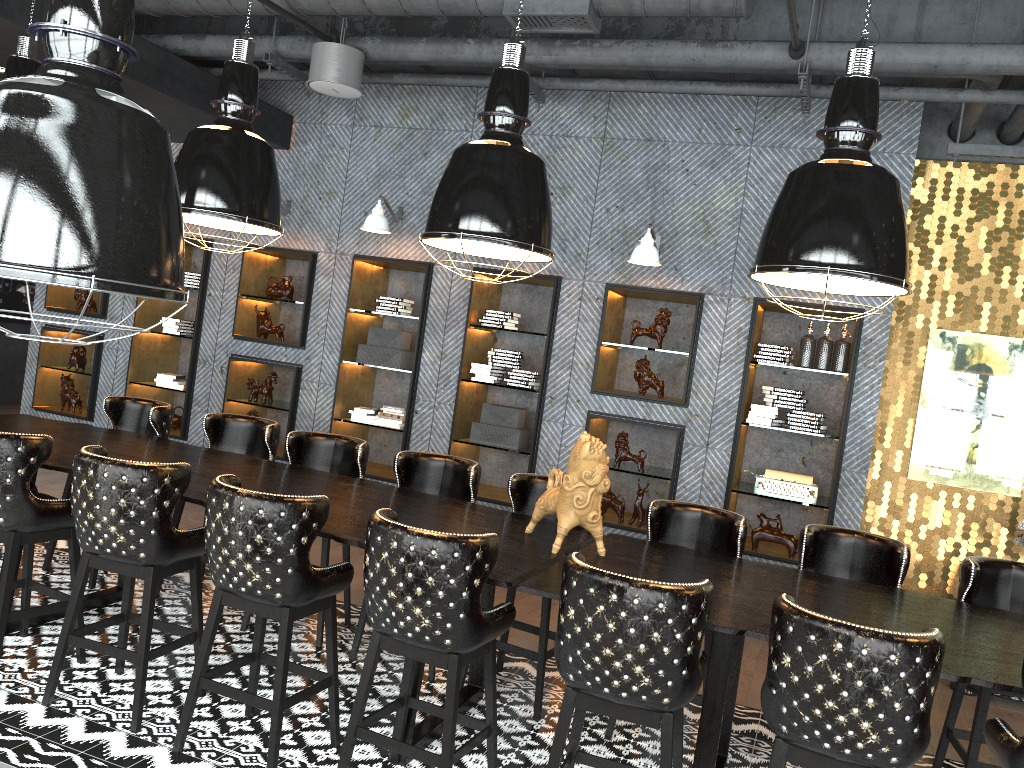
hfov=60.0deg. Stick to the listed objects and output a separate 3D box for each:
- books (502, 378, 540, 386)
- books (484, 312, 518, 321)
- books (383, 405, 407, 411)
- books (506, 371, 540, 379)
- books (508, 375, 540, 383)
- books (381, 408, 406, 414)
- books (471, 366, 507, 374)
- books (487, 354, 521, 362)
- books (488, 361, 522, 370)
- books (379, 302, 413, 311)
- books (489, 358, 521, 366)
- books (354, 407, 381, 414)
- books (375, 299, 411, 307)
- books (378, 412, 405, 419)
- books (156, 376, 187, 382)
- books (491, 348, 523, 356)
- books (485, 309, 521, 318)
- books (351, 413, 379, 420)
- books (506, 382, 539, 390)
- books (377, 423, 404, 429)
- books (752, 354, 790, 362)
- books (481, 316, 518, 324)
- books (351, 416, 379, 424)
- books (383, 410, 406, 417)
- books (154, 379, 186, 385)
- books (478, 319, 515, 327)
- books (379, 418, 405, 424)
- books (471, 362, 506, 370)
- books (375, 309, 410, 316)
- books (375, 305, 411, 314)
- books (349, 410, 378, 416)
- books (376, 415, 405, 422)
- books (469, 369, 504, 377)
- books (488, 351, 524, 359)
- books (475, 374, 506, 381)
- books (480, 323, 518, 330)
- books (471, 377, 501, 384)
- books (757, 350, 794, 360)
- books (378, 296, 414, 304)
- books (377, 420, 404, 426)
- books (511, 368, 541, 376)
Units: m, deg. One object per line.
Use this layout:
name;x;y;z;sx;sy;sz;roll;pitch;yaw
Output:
books;0.076;-0.017;7.125;0.246;0.028;0.193;9;2;31
books;-0.086;-0.549;7.237;0.245;0.028;0.193;8;2;12
books;-0.969;0.202;7.496;0.212;0.024;0.185;8;2;14
books;0.091;-0.073;7.163;0.245;0.028;0.193;8;2;10
books;0.112;-0.042;7.176;0.245;0.028;0.193;9;2;16
books;-0.975;0.224;7.473;0.206;0.020;0.197;9;2;21
books;-0.184;-0.112;7.186;0.194;0.028;0.245;9;2;33
books;-0.065;-0.210;7.205;0.245;0.028;0.194;8;2;-10
books;-0.059;-0.151;7.176;0.245;0.028;0.194;8;2;-11
books;-0.985;-0.658;7.540;0.245;0.028;0.193;8;2;11
books;-0.060;-0.179;7.168;0.245;0.028;0.193;8;2;-8
books;-1.240;0.225;7.603;0.179;0.029;0.225;8;2;5
books;-1.015;-0.692;7.573;0.245;0.028;0.193;9;2;26
books;-0.993;0.265;7.479;0.248;0.023;0.197;9;3;36
books;-3.188;-0.047;8.315;0.175;0.024;0.243;8;2;11
books;-0.040;-0.263;7.196;0.245;0.028;0.193;8;2;-5
books;-0.072;-0.576;7.243;0.245;0.028;0.193;9;2;20
books;-1.262;0.273;7.606;0.227;0.024;0.166;8;2;-12
books;0.101;0.014;7.147;0.245;0.028;0.193;9;2;24
books;-0.997;0.350;7.466;0.228;0.023;0.167;9;2;20
books;1.896;-0.188;6.498;0.245;0.028;0.193;9;2;24
books;-0.096;-0.522;7.229;0.246;0.028;0.193;9;2;28
books;-1.249;0.304;7.610;0.243;0.034;0.179;8;2;-1
books;-0.966;0.247;7.496;0.247;0.023;0.244;8;2;5
books;-3.197;-0.023;8.295;0.227;0.024;0.166;8;2;6
books;-0.126;-0.497;7.218;0.246;0.028;0.193;9;2;31
books;-0.997;0.307;7.475;0.228;0.022;0.202;9;2;23
books;-0.192;-0.143;7.211;0.194;0.028;0.245;9;2;27
books;-1.014;-0.605;7.549;0.245;0.028;0.193;9;2;20
books;-1.005;-0.632;7.536;0.246;0.028;0.193;9;2;31
books;-1.271;0.247;7.635;0.175;0.024;0.243;9;2;19
books;-0.994;0.287;7.468;0.264;0.019;0.205;9;2;19
books;-0.205;-0.088;7.227;0.194;0.028;0.245;9;2;26
books;-0.054;-0.236;7.187;0.245;0.028;0.194;7;2;-19
books;-0.168;-0.054;7.193;0.193;0.028;0.245;9;2;19
books;-0.104;-0.465;7.210;0.246;0.028;0.193;9;3;36
books;-0.209;-0.031;7.208;0.193;0.028;0.245;8;2;13
books;1.928;-0.212;6.487;0.245;0.028;0.193;9;2;22
books;-0.981;-0.714;7.540;0.245;0.028;0.193;9;2;23
books;-0.999;0.329;7.475;0.224;0.021;0.158;9;2;29
books;0.134;-0.095;7.159;0.245;0.028;0.193;9;2;15
